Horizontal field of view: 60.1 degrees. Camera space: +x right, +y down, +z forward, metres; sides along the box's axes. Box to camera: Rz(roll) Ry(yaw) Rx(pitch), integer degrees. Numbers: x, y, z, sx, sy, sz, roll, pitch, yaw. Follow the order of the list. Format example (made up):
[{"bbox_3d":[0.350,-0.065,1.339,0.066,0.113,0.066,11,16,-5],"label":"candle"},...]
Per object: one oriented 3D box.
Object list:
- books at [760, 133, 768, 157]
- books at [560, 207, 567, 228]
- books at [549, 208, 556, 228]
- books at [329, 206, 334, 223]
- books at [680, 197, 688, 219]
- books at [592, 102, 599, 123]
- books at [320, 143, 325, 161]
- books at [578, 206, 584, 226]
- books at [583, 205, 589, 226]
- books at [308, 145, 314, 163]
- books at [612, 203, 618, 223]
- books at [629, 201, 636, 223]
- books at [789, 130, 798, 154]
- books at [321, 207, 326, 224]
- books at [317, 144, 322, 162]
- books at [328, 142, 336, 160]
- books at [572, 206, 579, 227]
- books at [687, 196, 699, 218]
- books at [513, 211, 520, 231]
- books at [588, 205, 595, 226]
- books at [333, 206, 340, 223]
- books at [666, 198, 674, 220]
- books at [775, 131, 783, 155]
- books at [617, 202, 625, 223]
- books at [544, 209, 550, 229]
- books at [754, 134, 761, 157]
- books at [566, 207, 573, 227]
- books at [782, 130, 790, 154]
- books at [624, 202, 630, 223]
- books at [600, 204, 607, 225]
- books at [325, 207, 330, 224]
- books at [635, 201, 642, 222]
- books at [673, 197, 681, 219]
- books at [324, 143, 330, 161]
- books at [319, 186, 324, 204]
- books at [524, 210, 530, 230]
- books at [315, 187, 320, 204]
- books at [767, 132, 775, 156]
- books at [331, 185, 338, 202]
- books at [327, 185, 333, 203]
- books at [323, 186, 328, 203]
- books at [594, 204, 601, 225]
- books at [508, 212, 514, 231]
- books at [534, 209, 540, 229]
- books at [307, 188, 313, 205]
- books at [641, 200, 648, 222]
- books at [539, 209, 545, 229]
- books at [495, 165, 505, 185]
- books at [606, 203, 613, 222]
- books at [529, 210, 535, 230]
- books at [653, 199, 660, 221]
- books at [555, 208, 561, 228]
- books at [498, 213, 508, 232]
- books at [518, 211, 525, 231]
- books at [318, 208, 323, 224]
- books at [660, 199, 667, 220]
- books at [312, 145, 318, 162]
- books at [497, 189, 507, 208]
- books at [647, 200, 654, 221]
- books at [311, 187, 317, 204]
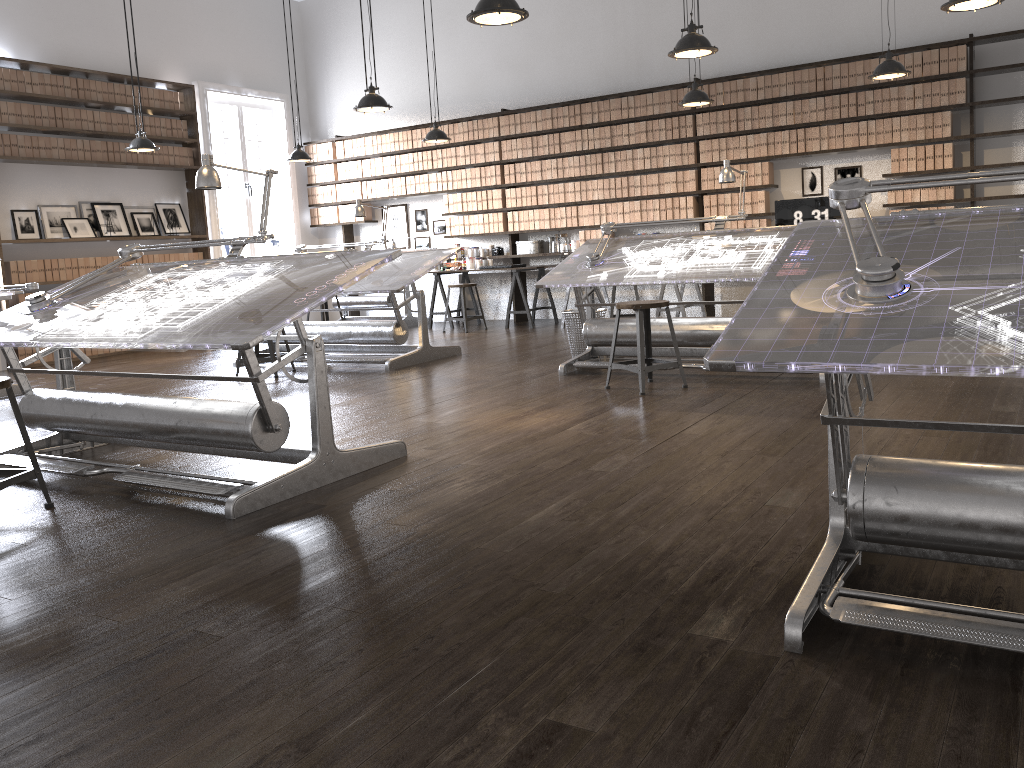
[{"bbox_3d":[2.507,-2.350,8.725,0.067,0.224,0.175,0,8,32],"label":"books"},{"bbox_3d":[0.618,-1.877,9.981,0.067,0.224,0.175,0,8,32],"label":"books"},{"bbox_3d":[0.500,-1.882,10.059,0.067,0.224,0.175,0,8,32],"label":"books"},{"bbox_3d":[-2.349,-2.247,11.788,0.067,0.224,0.175,0,8,32],"label":"books"},{"bbox_3d":[1.815,-1.835,9.234,0.067,0.224,0.175,0,8,32],"label":"books"},{"bbox_3d":[0.943,-2.943,9.626,0.067,0.224,0.175,0,8,32],"label":"books"},{"bbox_3d":[-2.449,-3.068,11.740,0.067,0.224,0.175,0,8,32],"label":"books"},{"bbox_3d":[0.807,-1.871,9.868,0.067,0.224,0.175,0,8,32],"label":"books"},{"bbox_3d":[0.862,-1.869,9.831,0.067,0.224,0.175,0,8,32],"label":"books"},{"bbox_3d":[-2.631,-3.073,11.848,0.067,0.224,0.175,0,8,32],"label":"books"},{"bbox_3d":[1.157,-1.859,9.648,0.067,0.224,0.175,0,8,32],"label":"books"},{"bbox_3d":[1.331,-1.853,9.539,0.067,0.224,0.175,0,8,32],"label":"books"},{"bbox_3d":[2.748,-2.343,8.583,0.067,0.224,0.175,0,8,32],"label":"books"},{"bbox_3d":[-2.461,-2.252,11.863,0.067,0.224,0.175,0,8,32],"label":"books"},{"bbox_3d":[-2.507,-3.070,11.779,0.067,0.224,0.175,0,8,32],"label":"books"},{"bbox_3d":[-2.328,-3.063,11.663,0.067,0.224,0.175,0,8,32],"label":"books"},{"bbox_3d":[0.741,-1.873,9.902,0.067,0.224,0.175,0,8,32],"label":"books"},{"bbox_3d":[1.882,-1.833,9.195,0.067,0.224,0.175,0,8,32],"label":"books"},{"bbox_3d":[0.091,-1.896,10.310,0.067,0.224,0.175,0,8,32],"label":"books"},{"bbox_3d":[0.913,-1.866,9.794,0.067,0.224,0.175,0,8,32],"label":"books"},{"bbox_3d":[-2.285,-2.246,11.752,0.067,0.224,0.175,0,8,32],"label":"books"},{"bbox_3d":[1.688,-1.840,9.313,0.067,0.224,0.175,0,8,32],"label":"books"},{"bbox_3d":[2.627,-2.347,8.657,0.067,0.224,0.175,0,8,32],"label":"books"},{"bbox_3d":[1.215,-1.856,9.608,0.067,0.224,0.175,0,8,32],"label":"books"},{"bbox_3d":[0.439,-1.883,10.090,0.067,0.224,0.175,0,8,32],"label":"books"},{"bbox_3d":[2.452,-2.353,8.765,0.067,0.224,0.175,0,8,32],"label":"books"},{"bbox_3d":[0.681,-1.876,9.947,0.067,0.224,0.175,0,8,32],"label":"books"},{"bbox_3d":[2.685,-2.344,8.616,0.067,0.224,0.175,0,8,32],"label":"books"},{"bbox_3d":[1.277,-1.854,9.571,0.067,0.224,0.175,0,8,32],"label":"books"},{"bbox_3d":[1.038,-1.863,9.721,0.067,0.224,0.175,0,8,32],"label":"books"},{"bbox_3d":[-2.410,-2.249,11.826,0.067,0.224,0.175,0,8,32],"label":"books"},{"bbox_3d":[1.386,-1.850,9.500,0.067,0.224,0.175,0,8,32],"label":"books"},{"bbox_3d":[1.754,-1.838,9.279,0.067,0.224,0.175,0,8,32],"label":"books"},{"bbox_3d":[-2.391,-3.065,11.700,0.067,0.224,0.175,0,8,32],"label":"books"},{"bbox_3d":[-2.489,-2.526,11.839,0.067,0.224,0.175,0,8,32],"label":"books"},{"bbox_3d":[0.211,-1.892,10.238,0.067,0.224,0.175,0,8,32],"label":"books"},{"bbox_3d":[-2.547,-2.528,11.880,0.067,0.224,0.175,0,8,32],"label":"books"},{"bbox_3d":[2.567,-2.349,8.695,0.067,0.224,0.175,0,8,32],"label":"books"},{"bbox_3d":[-2.299,-2.520,11.726,0.067,0.224,0.175,0,8,32],"label":"books"},{"bbox_3d":[-2.365,-2.521,11.761,0.067,0.224,0.175,0,8,32],"label":"books"},{"bbox_3d":[-2.426,-2.524,11.805,0.067,0.224,0.175,0,8,32],"label":"books"},{"bbox_3d":[0.974,-1.864,9.756,0.067,0.224,0.175,0,8,32],"label":"books"},{"bbox_3d":[0.028,-1.897,10.345,0.067,0.224,0.175,0,8,32],"label":"books"},{"bbox_3d":[0.331,-1.887,10.161,0.067,0.224,0.175,0,8,32],"label":"books"},{"bbox_3d":[-2.667,-2.531,11.948,0.067,0.224,0.175,0,8,32],"label":"books"},{"bbox_3d":[1.446,-1.849,9.470,0.067,0.224,0.175,0,8,32],"label":"books"},{"bbox_3d":[0.385,-1.886,10.129,0.067,0.224,0.175,0,8,32],"label":"books"},{"bbox_3d":[-0.114,-2.443,10.365,0.067,0.224,0.175,0,8,32],"label":"books"},{"bbox_3d":[1.099,-1.861,9.687,0.067,0.224,0.175,0,8,32],"label":"books"},{"bbox_3d":[0.268,-1.889,10.197,0.067,0.224,0.175,0,8,32],"label":"books"},{"bbox_3d":[1.564,-1.844,9.391,0.067,0.224,0.175,0,8,32],"label":"books"},{"bbox_3d":[0.560,-1.880,10.021,0.067,0.224,0.175,0,8,32],"label":"books"},{"bbox_3d":[-0.084,-1.902,10.417,0.067,0.224,0.175,0,8,32],"label":"books"},{"bbox_3d":[0.153,-1.894,10.276,0.067,0.224,0.175,0,8,32],"label":"books"},{"bbox_3d":[-2.516,-2.254,11.900,0.067,0.224,0.175,0,8,32],"label":"books"},{"bbox_3d":[1.627,-1.843,9.357,0.067,0.224,0.175,0,8,32],"label":"books"},{"bbox_3d":[-2.568,-3.072,11.813,0.067,0.224,0.175,0,8,32],"label":"books"},{"bbox_3d":[-0.098,-2.168,10.386,0.067,0.224,0.175,0,8,32],"label":"books"},{"bbox_3d":[1.506,-1.847,9.432,0.067,0.224,0.175,0,8,32],"label":"books"},{"bbox_3d":[-2.607,-2.531,11.917,0.067,0.224,0.175,0,8,32],"label":"books"}]
